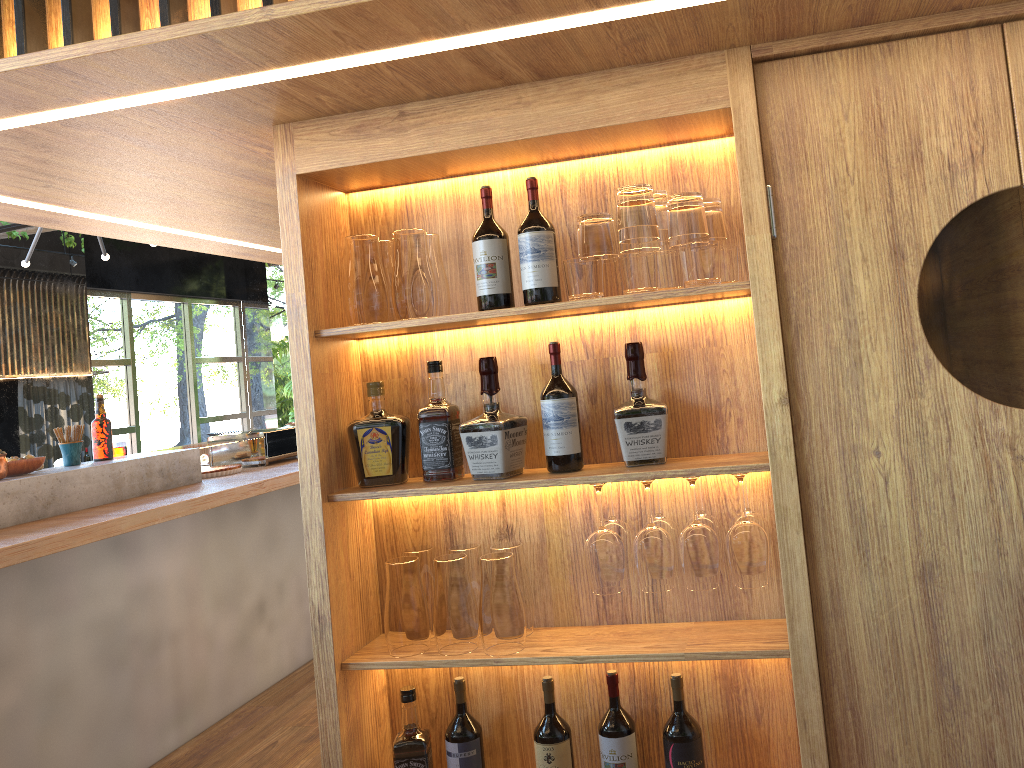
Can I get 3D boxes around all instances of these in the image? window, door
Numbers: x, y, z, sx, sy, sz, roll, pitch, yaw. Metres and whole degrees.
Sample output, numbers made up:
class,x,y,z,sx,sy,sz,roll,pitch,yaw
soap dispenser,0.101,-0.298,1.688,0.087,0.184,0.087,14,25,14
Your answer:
class,x,y,z,sx,sy,sz,roll,pitch,yaw
window,-3.414,-1.591,5.156,4.045,6.506,20.810,-6,0,17
door,1.176,0.207,3.798,2.107,2.057,4.185,-6,0,16

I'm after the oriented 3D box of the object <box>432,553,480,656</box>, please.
class,x,y,z,sx,sy,sz,roll,pitch,yaw
object,-0.132,0.500,2.029,0.111,0.210,0.100,-3,-3,-40

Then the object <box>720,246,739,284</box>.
class,x,y,z,sx,sy,sz,roll,pitch,yaw
object,0.478,-0.265,2.039,0.084,0.092,0.093,-7,-2,39

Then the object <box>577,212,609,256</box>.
class,x,y,z,sx,sy,sz,roll,pitch,yaw
object,0.195,-0.351,2.091,0.093,0.092,0.084,-4,-2,-40

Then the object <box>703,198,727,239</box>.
class,x,y,z,sx,sy,sz,roll,pitch,yaw
object,0.446,-0.376,2.046,0.087,0.092,0.090,-6,-1,12

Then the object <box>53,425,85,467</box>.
class,x,y,z,sx,sy,sz,roll,pitch,yaw
object,-1.765,0.245,3.543,0.108,0.162,0.102,-4,-3,-40

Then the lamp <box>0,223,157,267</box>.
class,x,y,z,sx,sy,sz,roll,pitch,yaw
lamp,-2.111,-1.999,5.137,4.970,1.826,19.320,-6,1,17

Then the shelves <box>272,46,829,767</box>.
class,x,y,z,sx,sy,sz,roll,pitch,yaw
shelves,0.101,0.337,2.045,1.087,2.061,0.286,-6,-3,12

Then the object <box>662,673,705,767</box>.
class,x,y,z,sx,sy,sz,roll,pitch,yaw
object,0.377,0.792,1.957,0.090,0.298,0.082,-4,-3,-26

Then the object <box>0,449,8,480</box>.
class,x,y,z,sx,sy,sz,roll,pitch,yaw
object,-1.836,0.286,3.074,0.160,0.107,0.086,-5,-2,-30

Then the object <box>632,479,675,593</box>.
class,x,y,z,sx,sy,sz,roll,pitch,yaw
object,0.306,0.324,1.942,0.088,0.245,0.097,-8,-4,43

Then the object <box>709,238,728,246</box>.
class,x,y,z,sx,sy,sz,roll,pitch,yaw
object,0.448,-0.355,2.045,0.089,0.092,0.088,-5,-1,-2

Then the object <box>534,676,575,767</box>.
class,x,y,z,sx,sy,sz,roll,pitch,yaw
object,0.094,0.820,2.021,0.090,0.300,0.082,-4,-3,-26

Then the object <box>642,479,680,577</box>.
class,x,y,z,sx,sy,sz,roll,pitch,yaw
object,0.341,0.319,2.056,0.095,0.245,0.090,-5,-3,-13

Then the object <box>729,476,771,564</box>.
class,x,y,z,sx,sy,sz,roll,pitch,yaw
object,0.535,0.300,2.014,0.095,0.245,0.090,-5,-3,-13

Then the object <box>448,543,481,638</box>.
class,x,y,z,sx,sy,sz,roll,pitch,yaw
object,-0.106,0.496,2.137,0.111,0.210,0.100,-3,-3,-40

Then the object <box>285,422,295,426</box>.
class,x,y,z,sx,sy,sz,roll,pitch,yaw
object,-1.112,0.166,5.537,0.204,0.135,0.828,-6,1,23

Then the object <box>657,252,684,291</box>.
class,x,y,z,sx,sy,sz,roll,pitch,yaw
object,0.355,-0.253,2.054,0.085,0.092,0.092,-6,-1,26

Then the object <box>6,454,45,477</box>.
class,x,y,z,sx,sy,sz,roll,pitch,yaw
object,-1.829,0.299,3.289,0.185,0.073,0.236,-5,0,35

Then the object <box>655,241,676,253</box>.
class,x,y,z,sx,sy,sz,roll,pitch,yaw
object,0.326,-0.343,2.031,0.088,0.092,0.089,-6,-1,4

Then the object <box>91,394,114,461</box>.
class,x,y,z,sx,sy,sz,roll,pitch,yaw
object,-1.715,0.181,3.709,0.079,0.277,0.071,-3,-4,-39

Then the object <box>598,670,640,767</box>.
class,x,y,z,sx,sy,sz,roll,pitch,yaw
object,0.241,0.804,2.016,0.090,0.299,0.082,-4,-3,-26

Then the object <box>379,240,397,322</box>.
class,x,y,z,sx,sy,sz,roll,pitch,yaw
object,-0.317,-0.248,2.198,0.111,0.210,0.100,-3,-3,-40

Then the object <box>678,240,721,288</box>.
class,x,y,z,sx,sy,sz,roll,pitch,yaw
object,0.407,-0.256,1.913,0.084,0.092,0.093,-7,-2,39

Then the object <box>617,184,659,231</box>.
class,x,y,z,sx,sy,sz,roll,pitch,yaw
object,0.272,-0.385,1.945,0.086,0.092,0.091,-6,-1,18

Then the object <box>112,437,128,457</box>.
class,x,y,z,sx,sy,sz,roll,pitch,yaw
object,-1.788,0.357,4.040,0.078,0.233,0.071,-3,-4,-42

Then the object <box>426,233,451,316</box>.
class,x,y,z,sx,sy,sz,roll,pitch,yaw
object,-0.208,-0.258,2.162,0.111,0.210,0.100,-3,-3,-40

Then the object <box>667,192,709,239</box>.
class,x,y,z,sx,sy,sz,roll,pitch,yaw
object,0.382,-0.368,1.946,0.086,0.092,0.091,-6,-1,18

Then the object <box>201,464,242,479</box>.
class,x,y,z,sx,sy,sz,roll,pitch,yaw
object,-1.445,0.419,4.234,0.284,0.037,0.314,-5,1,43

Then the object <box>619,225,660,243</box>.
class,x,y,z,sx,sy,sz,roll,pitch,yaw
object,0.275,-0.359,1.943,0.086,0.092,0.091,-6,-1,18

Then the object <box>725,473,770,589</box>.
class,x,y,z,sx,sy,sz,roll,pitch,yaw
object,0.499,0.305,1.901,0.088,0.245,0.097,-8,-4,43

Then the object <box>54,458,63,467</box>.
class,x,y,z,sx,sy,sz,roll,pitch,yaw
object,-1.909,0.402,3.837,0.109,0.172,0.139,-6,-2,9

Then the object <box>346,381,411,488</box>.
class,x,y,z,sx,sy,sz,roll,pitch,yaw
object,-0.318,0.118,2.129,0.151,0.249,0.094,-6,-3,2

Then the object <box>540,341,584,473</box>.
class,x,y,z,sx,sy,sz,roll,pitch,yaw
object,0.110,0.051,2.047,0.090,0.299,0.082,-4,-3,-26

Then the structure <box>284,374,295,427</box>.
class,x,y,z,sx,sy,sz,roll,pitch,yaw
structure,-1.644,-0.258,11.729,2.436,3.443,2.661,-5,-2,0

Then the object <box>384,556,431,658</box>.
class,x,y,z,sx,sy,sz,roll,pitch,yaw
object,-0.245,0.511,2.052,0.111,0.210,0.100,-3,-3,-40

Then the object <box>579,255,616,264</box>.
class,x,y,z,sx,sy,sz,roll,pitch,yaw
object,0.197,-0.331,2.090,0.086,0.092,0.091,-6,-1,18

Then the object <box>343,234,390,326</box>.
class,x,y,z,sx,sy,sz,roll,pitch,yaw
object,-0.345,-0.243,2.087,0.111,0.210,0.100,-3,-3,-40

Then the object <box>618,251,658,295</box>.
class,x,y,z,sx,sy,sz,roll,pitch,yaw
object,0.286,-0.245,1.991,0.088,0.092,0.089,-6,-1,5

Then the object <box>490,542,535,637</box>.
class,x,y,z,sx,sy,sz,roll,pitch,yaw
object,-0.005,0.486,2.104,0.111,0.210,0.100,-3,-3,-40

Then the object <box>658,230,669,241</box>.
class,x,y,z,sx,sy,sz,roll,pitch,yaw
object,0.324,-0.365,2.033,0.088,0.092,0.089,-6,-1,4

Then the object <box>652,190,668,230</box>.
class,x,y,z,sx,sy,sz,roll,pitch,yaw
object,0.322,-0.392,2.034,0.087,0.092,0.090,-6,-1,10

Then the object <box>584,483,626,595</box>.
class,x,y,z,sx,sy,sz,roll,pitch,yaw
object,0.201,0.334,1.964,0.088,0.245,0.097,-8,-4,43

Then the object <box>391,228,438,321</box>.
class,x,y,z,sx,sy,sz,roll,pitch,yaw
object,-0.231,-0.254,2.072,0.111,0.210,0.100,-3,-3,-40

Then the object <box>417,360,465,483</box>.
class,x,y,z,sx,sy,sz,roll,pitch,yaw
object,-0.172,0.086,2.100,0.081,0.283,0.084,-6,-3,15

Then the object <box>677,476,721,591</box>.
class,x,y,z,sx,sy,sz,roll,pitch,yaw
object,0.401,0.315,1.922,0.088,0.245,0.097,-8,-4,43

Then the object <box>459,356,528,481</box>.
class,x,y,z,sx,sy,sz,roll,pitch,yaw
object,-0.044,0.077,2.058,0.118,0.280,0.128,-7,-3,28

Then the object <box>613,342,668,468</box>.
class,x,y,z,sx,sy,sz,roll,pitch,yaw
object,0.292,0.044,2.036,0.123,0.280,0.123,-6,-3,3

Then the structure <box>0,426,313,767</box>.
class,x,y,z,sx,sy,sz,roll,pitch,yaw
structure,-0.116,0.502,3.434,5.714,1.733,7.282,-6,1,15

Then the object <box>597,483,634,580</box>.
class,x,y,z,sx,sy,sz,roll,pitch,yaw
object,0.236,0.329,2.078,0.095,0.245,0.090,-5,-3,-13

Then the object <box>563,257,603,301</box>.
class,x,y,z,sx,sy,sz,roll,pitch,yaw
object,0.163,-0.233,1.991,0.088,0.092,0.089,-6,-1,5

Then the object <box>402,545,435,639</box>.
class,x,y,z,sx,sy,sz,roll,pitch,yaw
object,-0.220,0.507,2.169,0.111,0.210,0.100,-3,-3,-40

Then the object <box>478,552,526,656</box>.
class,x,y,z,sx,sy,sz,roll,pitch,yaw
object,-0.026,0.490,1.993,0.111,0.210,0.100,-3,-3,-40

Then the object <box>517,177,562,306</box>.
class,x,y,z,sx,sy,sz,roll,pitch,yaw
object,0.057,-0.324,2.026,0.090,0.299,0.082,-4,-3,-26

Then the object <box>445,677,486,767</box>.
class,x,y,z,sx,sy,sz,roll,pitch,yaw
object,-0.111,0.838,2.073,0.090,0.299,0.082,-4,-3,-26

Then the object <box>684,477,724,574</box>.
class,x,y,z,sx,sy,sz,roll,pitch,yaw
object,0.436,0.310,2.036,0.095,0.245,0.090,-5,-3,-13

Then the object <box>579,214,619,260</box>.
class,x,y,z,sx,sy,sz,roll,pitch,yaw
object,-0.932,0.012,0.205,0.101,0.503,4.331,-7,0,33

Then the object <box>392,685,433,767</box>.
class,x,y,z,sx,sy,sz,roll,pitch,yaw
object,-0.234,0.857,2.085,0.083,0.283,0.082,-5,-3,0

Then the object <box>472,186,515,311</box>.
class,x,y,z,sx,sy,sz,roll,pitch,yaw
object,-0.048,-0.314,2.074,0.090,0.299,0.082,-4,-3,-26
